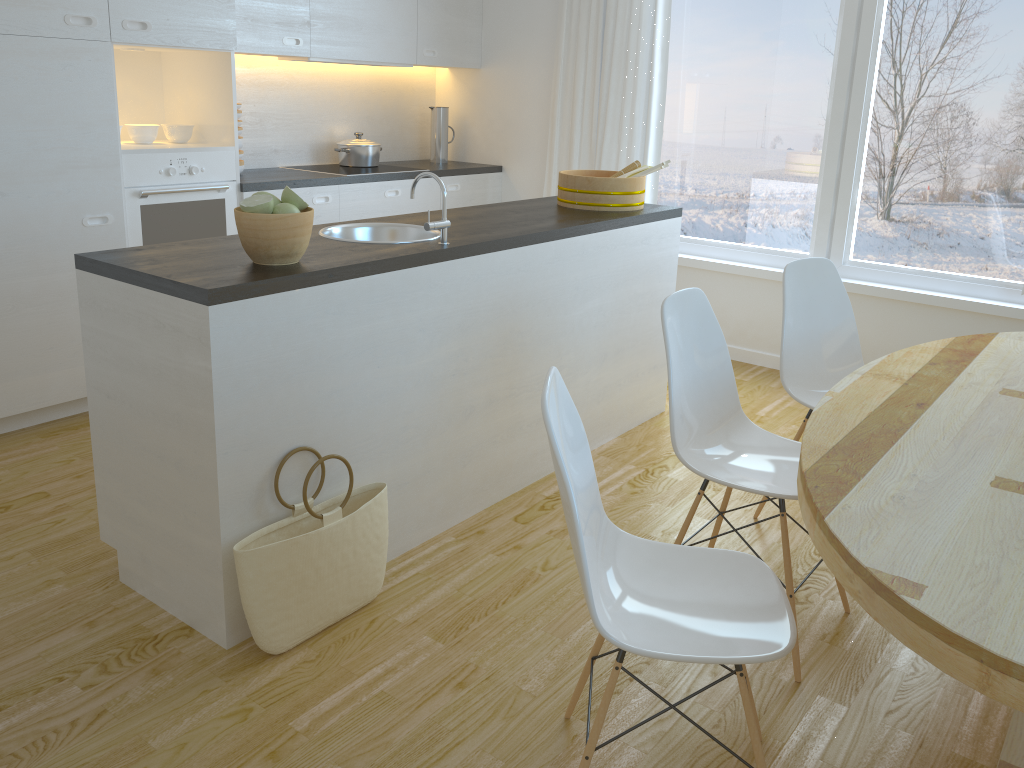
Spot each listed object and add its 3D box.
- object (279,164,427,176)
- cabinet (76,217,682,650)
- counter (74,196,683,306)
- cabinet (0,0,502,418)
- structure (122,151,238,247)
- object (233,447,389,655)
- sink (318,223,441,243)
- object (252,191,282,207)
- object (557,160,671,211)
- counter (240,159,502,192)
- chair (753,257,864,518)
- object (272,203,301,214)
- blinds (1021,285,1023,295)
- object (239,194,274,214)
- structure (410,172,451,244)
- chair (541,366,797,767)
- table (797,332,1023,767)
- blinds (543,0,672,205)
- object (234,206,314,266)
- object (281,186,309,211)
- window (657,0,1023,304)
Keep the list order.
[{"bbox_3d":[-0.906,-1.244,5.130,0.566,0.013,0.660,15,22,34],"label":"object"},{"bbox_3d":[-0.231,-0.093,3.264,0.605,0.895,2.424,14,21,35],"label":"cabinet"},{"bbox_3d":[-0.214,-0.544,3.141,0.605,0.039,2.424,15,22,34],"label":"counter"},{"bbox_3d":[-1.208,-1.377,4.547,0.484,2.264,3.233,13,20,35],"label":"cabinet"},{"bbox_3d":[-1.469,-0.740,3.989,0.049,0.586,0.566,13,20,35],"label":"structure"},{"bbox_3d":[-0.055,0.470,2.237,1.191,0.493,0.478,7,17,14],"label":"object"},{"bbox_3d":[-0.433,-0.427,2.931,0.404,0.154,0.411,-1,18,-11],"label":"sink"},{"bbox_3d":[-0.661,-0.470,2.383,0.102,0.097,0.088,-8,20,-31],"label":"object"},{"bbox_3d":[0.412,-0.882,3.844,0.430,0.211,0.384,-6,19,-24],"label":"object"},{"bbox_3d":[-0.906,-1.226,5.129,0.604,0.039,2.020,15,22,34],"label":"counter"},{"bbox_3d":[1.142,0.067,2.952,0.431,0.887,0.530,-8,19,-32],"label":"chair"},{"bbox_3d":[-0.596,-0.437,2.340,0.081,0.084,0.099,3,17,1],"label":"object"},{"bbox_3d":[2.647,-1.332,3.486,0.800,2.125,0.151,14,19,36],"label":"blinds"},{"bbox_3d":[-0.661,-0.455,2.293,0.084,0.064,0.086,-12,22,-39],"label":"object"},{"bbox_3d":[-0.277,-0.547,2.743,0.163,0.212,0.098,14,20,35],"label":"structure"},{"bbox_3d":[0.305,0.432,1.748,0.523,0.887,0.437,4,16,6],"label":"chair"},{"bbox_3d":[1.328,0.458,2.059,1.201,0.713,2.212,14,21,33],"label":"table"},{"bbox_3d":[0.526,-1.920,5.022,0.800,2.125,0.151,13,19,35],"label":"blinds"},{"bbox_3d":[-0.632,-0.397,2.364,0.205,0.139,0.209,2,17,-2],"label":"object"},{"bbox_3d":[-0.586,-0.499,2.391,0.074,0.070,0.078,-7,19,-27],"label":"object"},{"bbox_3d":[1.711,-1.494,4.442,2.746,1.887,0.089,15,20,35],"label":"window"}]
